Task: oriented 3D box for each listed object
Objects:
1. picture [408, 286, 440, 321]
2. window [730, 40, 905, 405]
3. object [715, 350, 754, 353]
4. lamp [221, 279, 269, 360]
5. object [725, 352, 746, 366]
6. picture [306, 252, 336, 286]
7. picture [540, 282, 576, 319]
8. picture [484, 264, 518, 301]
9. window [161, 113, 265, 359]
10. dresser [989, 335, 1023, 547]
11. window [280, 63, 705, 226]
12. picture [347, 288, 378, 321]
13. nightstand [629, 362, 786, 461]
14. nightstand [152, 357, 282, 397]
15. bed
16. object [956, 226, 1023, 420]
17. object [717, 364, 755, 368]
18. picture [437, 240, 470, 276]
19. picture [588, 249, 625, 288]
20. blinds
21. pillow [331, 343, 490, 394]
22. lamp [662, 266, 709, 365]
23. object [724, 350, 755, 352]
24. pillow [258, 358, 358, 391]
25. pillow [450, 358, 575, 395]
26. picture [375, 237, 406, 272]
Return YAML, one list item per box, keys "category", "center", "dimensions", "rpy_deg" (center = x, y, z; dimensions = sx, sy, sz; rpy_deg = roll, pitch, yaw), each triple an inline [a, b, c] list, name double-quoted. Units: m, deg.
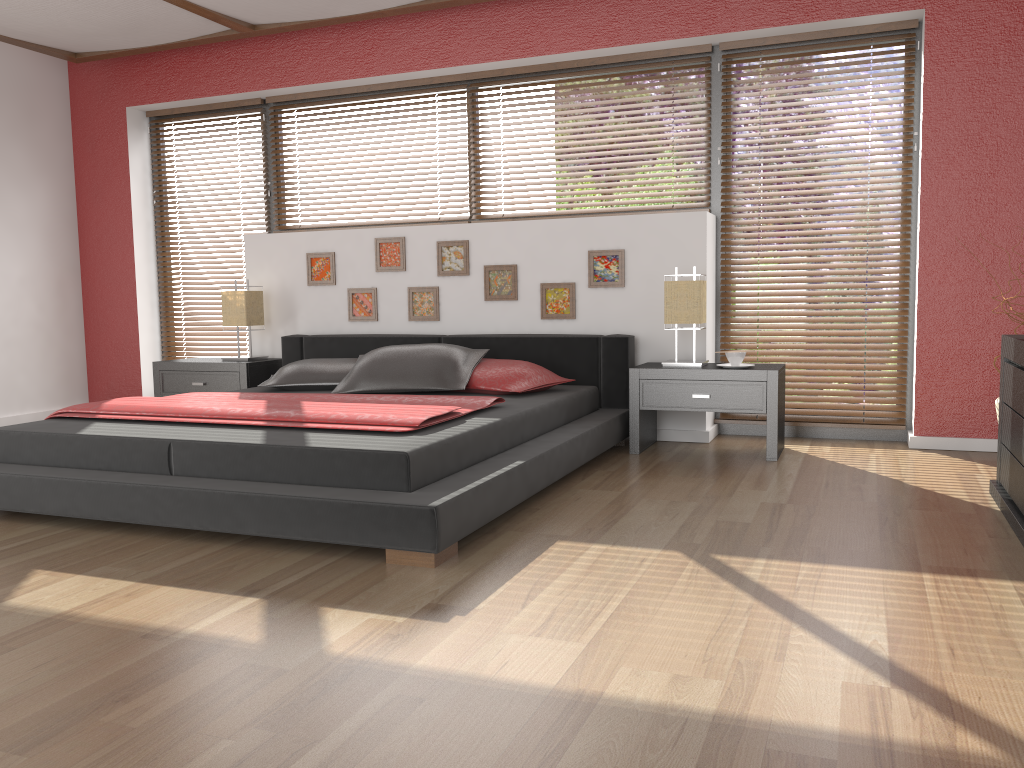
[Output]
- category: "picture"
  center: [-0.518, -0.468, 5.188]
  dimensions: [0.200, 0.200, 0.010]
  rpy_deg: [1, 6, 22]
- category: "window"
  center: [1.596, -0.815, 4.696]
  dimensions: [0.889, 1.893, 0.020]
  rpy_deg: [1, 6, 22]
- category: "object"
  center: [1.066, -0.155, 4.249]
  dimensions: [0.192, 0.007, 0.007]
  rpy_deg: [-2, 6, -9]
- category: "lamp"
  center: [-1.642, -0.397, 5.421]
  dimensions: [0.200, 0.480, 0.200]
  rpy_deg: [1, 6, 22]
- category: "object"
  center: [1.076, -0.119, 4.267]
  dimensions: [0.099, 0.069, 0.099]
  rpy_deg: [-6, 8, -43]
- category: "picture"
  center: [-1.168, -0.703, 5.422]
  dimensions: [0.200, 0.200, 0.010]
  rpy_deg: [1, 6, 22]
- category: "picture"
  center: [0.253, -0.456, 4.883]
  dimensions: [0.200, 0.200, 0.010]
  rpy_deg: [1, 6, 22]
- category: "picture"
  center: [-0.064, -0.570, 4.997]
  dimensions: [0.200, 0.200, 0.010]
  rpy_deg: [1, 6, 22]
- category: "window"
  center: [-2.032, -0.892, 6.129]
  dimensions: [0.889, 1.893, 0.020]
  rpy_deg: [1, 6, 22]
- category: "dresser"
  center: [1.755, 0.202, 2.464]
  dimensions: [0.540, 0.608, 1.740]
  rpy_deg: [1, 6, 22]
- category: "window"
  center: [-0.225, -1.393, 5.359]
  dimensions: [2.817, 0.786, 0.020]
  rpy_deg: [1, 6, 22]
- category: "picture"
  center: [-0.900, -0.477, 5.339]
  dimensions: [0.200, 0.200, 0.010]
  rpy_deg: [1, 6, 22]
- category: "nightstand"
  center: [0.970, 0.122, 4.393]
  dimensions: [0.700, 0.423, 0.413]
  rpy_deg: [1, 6, 22]
- category: "nightstand"
  center: [-1.797, 0.063, 5.486]
  dimensions: [0.700, 0.423, 0.413]
  rpy_deg: [1, 6, 22]
- category: "bed"
  center: [-0.915, 0.109, 4.060]
  dimensions: [2.469, 0.577, 2.413]
  rpy_deg: [1, 6, 22]
- category: "object"
  center: [2.117, -0.146, 3.780]
  dimensions: [0.422, 1.035, 0.364]
  rpy_deg: [-1, 6, -3]
- category: "object"
  center: [1.076, -0.086, 4.270]
  dimensions: [0.179, 0.012, 0.179]
  rpy_deg: [-6, 8, -43]
- category: "picture"
  center: [-0.339, -0.721, 5.091]
  dimensions: [0.200, 0.200, 0.010]
  rpy_deg: [1, 6, 22]
- category: "picture"
  center: [0.507, -0.619, 4.766]
  dimensions: [0.200, 0.200, 0.010]
  rpy_deg: [1, 6, 22]
- category: "blinds"
  center: [-0.244, -0.811, 5.353]
  dimensions: [4.840, 1.952, 0.032]
  rpy_deg: [1, 6, 22]
- category: "pillow"
  center: [-0.524, -0.083, 4.510]
  dimensions: [0.744, 0.241, 0.386]
  rpy_deg: [1, 6, 17]
- category: "lamp"
  center: [0.867, -0.344, 4.430]
  dimensions: [0.200, 0.480, 0.200]
  rpy_deg: [1, 6, 22]
- category: "object"
  center: [1.081, -0.157, 4.266]
  dimensions: [0.192, 0.007, 0.007]
  rpy_deg: [-2, 6, -14]
- category: "pillow"
  center: [-0.968, -0.049, 4.783]
  dimensions: [0.745, 0.172, 0.418]
  rpy_deg: [-1, 6, -3]
- category: "pillow"
  center: [-0.100, -0.036, 4.498]
  dimensions: [0.745, 0.172, 0.418]
  rpy_deg: [4, 7, 41]
- category: "picture"
  center: [-0.719, -0.765, 5.238]
  dimensions: [0.200, 0.200, 0.010]
  rpy_deg: [1, 6, 22]
